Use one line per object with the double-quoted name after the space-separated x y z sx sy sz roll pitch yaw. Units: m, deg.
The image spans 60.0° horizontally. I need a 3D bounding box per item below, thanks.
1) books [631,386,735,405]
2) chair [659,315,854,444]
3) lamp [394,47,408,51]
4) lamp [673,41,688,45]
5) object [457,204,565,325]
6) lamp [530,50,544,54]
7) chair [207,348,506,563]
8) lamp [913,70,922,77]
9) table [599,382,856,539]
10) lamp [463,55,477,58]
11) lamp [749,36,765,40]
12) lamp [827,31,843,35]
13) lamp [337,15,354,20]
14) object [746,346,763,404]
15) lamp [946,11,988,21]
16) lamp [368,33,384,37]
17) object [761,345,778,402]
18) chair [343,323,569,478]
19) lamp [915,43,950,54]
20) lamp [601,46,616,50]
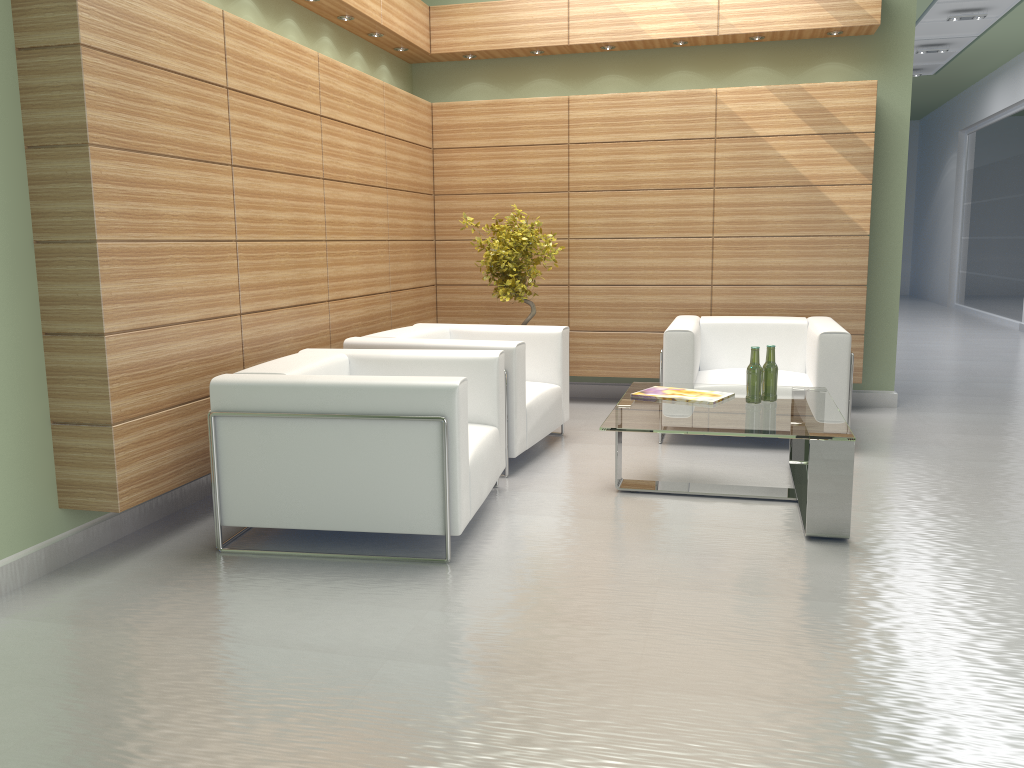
1.499 0.095 7.785 0.762 0.025 0.508 6 11 34 "books"
2.648 -0.069 9.780 1.894 1.234 1.802 2 9 14 "chair"
-1.383 -4.198 11.051 0.181 0.074 0.181 -1 9 -3 "lamp"
2.066 -4.206 10.867 0.181 0.074 0.181 1 9 8 "lamp"
-0.039 -0.844 10.541 1.201 2.565 1.116 -3 10 -17 "object"
0.320 -4.257 11.304 0.181 0.074 0.181 1 9 8 "lamp"
-1.056 0.436 6.872 1.802 1.234 1.894 1 9 9 "chair"
10.194 -8.010 22.847 0.657 0.159 0.286 2 9 14 "lamp"
1.773 0.540 7.420 1.783 0.742 2.197 2 9 14 "table"
-0.551 -4.282 11.522 0.181 0.074 0.181 1 9 8 "lamp"
2.942 -4.180 10.647 0.181 0.074 0.181 -5 10 -25 "lamp"
3.800 -4.155 10.432 0.181 0.074 0.181 1 9 8 "lamp"
-1.780 -3.944 9.492 0.181 0.074 0.181 -1 9 -3 "lamp"
2.020 -0.076 7.392 0.131 0.475 0.131 -4 10 -21 "object"
8.684 -7.048 16.930 0.657 0.159 0.286 2 9 14 "lamp"
-1.580 -4.072 10.278 0.181 0.074 0.181 -3 9 -14 "lamp"
2.175 -0.091 7.477 0.131 0.475 0.131 -4 10 -21 "object"
-0.472 0.075 9.093 1.769 1.234 1.894 3 10 19 "chair"
9.449 -7.536 19.930 0.657 0.159 0.286 2 9 14 "lamp"
1.202 -4.231 11.083 0.181 0.074 0.181 -5 10 -25 "lamp"
